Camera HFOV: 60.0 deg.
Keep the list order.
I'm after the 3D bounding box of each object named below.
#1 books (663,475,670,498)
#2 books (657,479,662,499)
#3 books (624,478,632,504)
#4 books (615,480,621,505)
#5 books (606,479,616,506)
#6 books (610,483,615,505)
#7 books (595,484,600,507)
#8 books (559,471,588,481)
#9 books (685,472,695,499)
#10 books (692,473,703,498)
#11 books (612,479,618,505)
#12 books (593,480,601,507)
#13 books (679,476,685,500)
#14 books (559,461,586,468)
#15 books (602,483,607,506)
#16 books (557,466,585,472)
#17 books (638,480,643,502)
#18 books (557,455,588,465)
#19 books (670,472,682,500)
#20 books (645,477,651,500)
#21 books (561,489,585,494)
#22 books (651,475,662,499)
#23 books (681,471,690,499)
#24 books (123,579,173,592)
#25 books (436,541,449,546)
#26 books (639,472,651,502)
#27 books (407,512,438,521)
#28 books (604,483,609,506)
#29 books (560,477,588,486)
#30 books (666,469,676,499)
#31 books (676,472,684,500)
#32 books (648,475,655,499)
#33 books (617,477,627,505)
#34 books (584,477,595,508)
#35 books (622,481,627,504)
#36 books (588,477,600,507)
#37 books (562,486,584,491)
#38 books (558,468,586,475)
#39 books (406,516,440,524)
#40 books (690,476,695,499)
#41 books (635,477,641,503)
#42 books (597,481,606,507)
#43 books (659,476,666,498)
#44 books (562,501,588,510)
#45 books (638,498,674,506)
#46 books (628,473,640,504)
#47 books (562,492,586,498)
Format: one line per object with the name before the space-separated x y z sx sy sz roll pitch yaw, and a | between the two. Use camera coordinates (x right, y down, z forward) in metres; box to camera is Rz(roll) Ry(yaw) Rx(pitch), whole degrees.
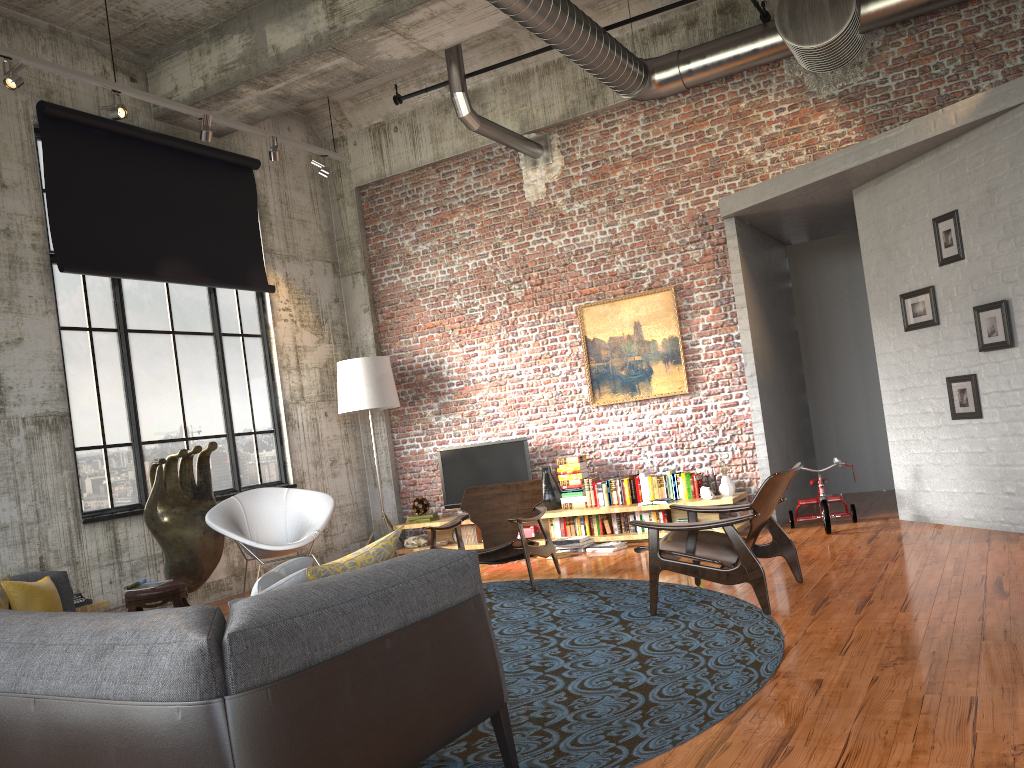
books | 1.544 1.011 8.694 0.034 0.253 0.183 -8 -2 28
books | 1.484 1.036 8.733 0.027 0.223 0.161 -8 -2 28
books | 1.183 1.064 8.859 0.034 0.253 0.183 -8 -2 29
books | 1.095 1.080 8.913 0.032 0.250 0.160 -8 -2 29
books | 1.015 1.092 8.959 0.034 0.253 0.183 -8 -2 29
books | 1.043 1.103 8.942 0.027 0.223 0.161 -8 -2 29
books | 0.902 1.125 9.012 0.026 0.223 0.161 -8 -2 29
books | 0.639 0.954 9.173 0.260 0.060 0.180 -9 -3 29
books | 1.742 0.986 8.599 0.045 0.240 0.174 -8 -2 28
books | 1.801 0.981 8.567 0.037 0.231 0.168 -8 -2 28
books | 1.066 1.087 8.926 0.032 0.246 0.171 -8 -2 29
books | 0.883 1.115 9.033 0.026 0.250 0.160 -8 -2 29
books | 1.680 1.004 8.625 0.027 0.223 0.161 -8 -2 28
books | 0.630 0.838 9.177 0.231 0.037 0.168 -9 -3 29
books | 0.966 1.115 8.981 0.027 0.223 0.161 -8 -2 29
books | 0.623 0.874 9.170 0.254 0.034 0.183 -9 -3 29
books | 1.305 1.065 8.827 0.026 0.223 0.161 -8 -2 28
books | 0.624 0.787 9.185 0.260 0.065 0.197 -9 -3 29
books | 1.619 0.996 8.661 0.060 0.259 0.180 -8 -2 28
books | 1.379 1.039 8.794 0.034 0.253 0.183 -8 -2 28
books | 0.657 1.104 9.167 0.251 0.026 0.160 -9 -3 29
books | 1.447 1.031 8.755 0.057 0.246 0.171 -8 -2 28
books | 1.707 0.985 8.618 0.034 0.253 0.183 -8 -2 28
books | -2.615 1.435 6.375 0.229 0.043 0.300 -8 -3 3
books | -0.783 1.758 9.778 0.166 0.021 0.211 -8 -3 4
books | 1.339 1.026 8.816 0.053 0.290 0.176 -8 -2 28
books | -1.008 1.493 9.990 0.302 0.037 0.243 -8 -3 9
books | 0.984 1.112 8.960 0.026 0.223 0.161 -8 -2 29
books | 0.646 1.012 9.171 0.247 0.057 0.171 -9 -3 29
books | 1.576 0.988 8.686 0.037 0.290 0.176 -8 -2 28
books | 1.655 0.994 8.637 0.026 0.250 0.160 -8 -2 28
books | 1.406 1.034 8.774 0.034 0.253 0.183 -8 -2 28
books | 1.124 1.071 8.899 0.034 0.259 0.180 -8 -2 29
books | 0.811 1.107 9.063 0.044 0.290 0.176 -8 -2 29
books | 1.163 1.080 8.891 0.037 0.231 0.168 -8 -2 29
books | 0.856 1.103 9.057 0.040 0.284 0.198 -8 -2 29
books | 0.654 1.078 9.168 0.224 0.027 0.161 -9 -3 29
books | 0.630 0.908 9.173 0.254 0.034 0.183 -9 -3 29
books | -1.003 1.530 9.989 0.302 0.037 0.243 -9 -3 21
books | 1.769 0.990 8.572 0.026 0.223 0.161 -8 -2 28
books | 1.283 1.055 8.841 0.026 0.250 0.160 -8 -2 28
books | 0.931 1.112 8.994 0.045 0.240 0.174 -8 -2 29
books | 1.517 1.023 8.723 0.045 0.240 0.174 -8 -2 28
books | 0.686 1.245 9.176 0.285 0.065 0.197 -9 -3 29
books | 1.383 1.131 8.508 0.317 0.040 0.214 -9 -3 29
books | 1.248 1.045 8.877 0.066 0.284 0.197 -8 -2 28
books | 0.661 1.140 9.176 0.240 0.045 0.174 -9 -3 29
